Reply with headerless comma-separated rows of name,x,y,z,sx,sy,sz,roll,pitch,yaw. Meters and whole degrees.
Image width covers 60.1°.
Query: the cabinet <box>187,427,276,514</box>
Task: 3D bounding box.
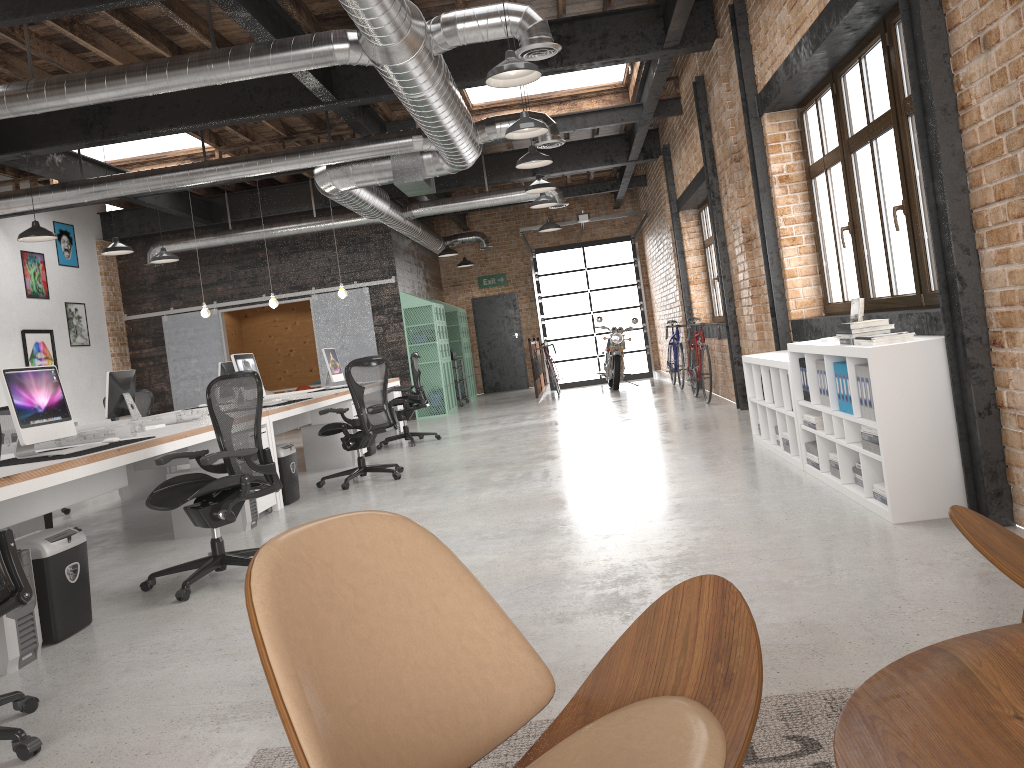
cabinet,-2.073,0.693,6.584,0.459,0.648,0.388,-8,1,4

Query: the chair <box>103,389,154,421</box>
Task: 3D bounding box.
chair,-4.622,0.610,10.953,0.790,1.085,0.773,-7,1,43

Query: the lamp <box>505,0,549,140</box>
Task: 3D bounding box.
lamp,0.028,-2.707,7.196,0.363,1.363,0.361,-8,0,-23

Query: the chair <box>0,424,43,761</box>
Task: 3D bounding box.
chair,-1.887,0.634,2.670,0.793,1.085,0.770,-8,1,-12

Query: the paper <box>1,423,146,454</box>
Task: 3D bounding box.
paper,-2.886,0.362,5.567,1.134,0.082,0.083,-8,1,-1

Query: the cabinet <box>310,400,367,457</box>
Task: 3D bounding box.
cabinet,-1.862,0.523,9.540,0.459,0.648,0.388,-8,1,4

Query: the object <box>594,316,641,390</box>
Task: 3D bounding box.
object,1.890,-0.585,16.145,0.814,1.359,2.176,-8,2,-8

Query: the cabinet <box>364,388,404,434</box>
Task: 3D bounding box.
cabinet,-1.710,0.400,11.677,0.459,0.648,0.388,-8,1,4

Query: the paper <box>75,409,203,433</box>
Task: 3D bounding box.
paper,-3.032,0.316,6.973,0.978,0.105,1.072,-9,3,-31

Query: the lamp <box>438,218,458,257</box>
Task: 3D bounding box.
lamp,-1.211,-2.929,15.623,0.362,1.338,0.361,-8,0,-18

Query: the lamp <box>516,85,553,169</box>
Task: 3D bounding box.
lamp,0.156,-2.532,8.514,0.361,0.856,0.363,-8,0,27

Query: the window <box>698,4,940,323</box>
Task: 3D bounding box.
window,2.440,-1.437,8.302,0.147,1.690,8.646,-8,3,4

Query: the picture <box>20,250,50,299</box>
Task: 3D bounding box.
picture,-6.709,-1.530,12.463,0.018,0.662,0.533,-8,1,4

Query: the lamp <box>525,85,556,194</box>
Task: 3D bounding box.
lamp,0.232,-2.872,10.062,0.361,1.363,0.362,-8,0,12

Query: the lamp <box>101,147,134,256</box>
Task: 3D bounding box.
lamp,-4.733,-2.215,10.420,0.361,1.363,0.362,-8,0,12

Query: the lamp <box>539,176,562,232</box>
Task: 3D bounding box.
lamp,0.543,-2.844,13.943,0.362,0.856,0.361,-8,0,-18

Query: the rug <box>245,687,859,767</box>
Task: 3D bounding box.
rug,0.529,0.937,0.902,2.727,0.004,3.000,-8,3,4

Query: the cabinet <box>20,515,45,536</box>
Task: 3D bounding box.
cabinet,-3.902,0.935,6.717,0.459,0.648,0.388,-8,1,4

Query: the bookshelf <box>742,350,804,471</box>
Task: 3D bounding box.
bookshelf,2.022,0.132,6.283,0.400,0.684,1.546,-8,2,4

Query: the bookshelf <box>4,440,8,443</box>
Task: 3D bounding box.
bookshelf,-6.347,1.089,10.050,0.400,0.684,1.546,-8,2,4

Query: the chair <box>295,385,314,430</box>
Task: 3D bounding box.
chair,-3.592,0.395,15.766,0.618,0.777,0.581,-8,1,-1

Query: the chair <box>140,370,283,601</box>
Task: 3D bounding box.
chair,-1.588,0.496,4.707,0.768,1.085,0.795,-7,1,28

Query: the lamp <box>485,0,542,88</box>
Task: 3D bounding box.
lamp,-0.048,-2.368,5.648,0.361,0.856,0.363,-8,0,22

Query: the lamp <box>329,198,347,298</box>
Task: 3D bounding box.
lamp,-2.299,-1.940,11.466,0.123,1.678,0.123,-8,0,2

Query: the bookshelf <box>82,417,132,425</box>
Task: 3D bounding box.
bookshelf,-6.127,0.911,13.145,0.400,0.684,1.546,-8,2,4

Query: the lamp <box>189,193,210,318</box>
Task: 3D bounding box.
lamp,-4.118,-1.699,11.597,0.123,1.678,0.123,-8,0,2

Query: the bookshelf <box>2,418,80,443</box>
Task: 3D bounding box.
bookshelf,-6.244,0.942,11.604,0.400,0.799,1.546,-8,2,4

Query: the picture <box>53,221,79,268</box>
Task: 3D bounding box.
picture,-6.716,-2.096,13.341,0.018,0.662,0.533,-8,1,4

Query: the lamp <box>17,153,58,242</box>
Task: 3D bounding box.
lamp,-4.809,-1.875,8.872,0.361,0.856,0.362,-8,0,12

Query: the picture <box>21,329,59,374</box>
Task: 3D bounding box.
picture,-6.541,-0.335,12.300,0.054,0.842,0.677,-8,1,4

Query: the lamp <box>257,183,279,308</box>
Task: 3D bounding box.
lamp,-3.208,-1.820,11.531,0.123,1.678,0.123,-8,0,2

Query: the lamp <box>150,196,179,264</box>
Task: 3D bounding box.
lamp,-4.613,-2.033,11.621,0.361,0.856,0.363,-8,0,22

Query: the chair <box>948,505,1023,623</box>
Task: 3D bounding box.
chair,1.445,0.397,1.677,0.868,0.752,0.855,-8,2,-14

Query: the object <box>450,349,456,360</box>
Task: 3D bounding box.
object,-1.192,-0.537,16.355,0.309,0.262,0.460,-8,2,5

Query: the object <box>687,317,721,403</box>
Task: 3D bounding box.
object,2.326,-0.319,11.070,0.401,1.039,1.739,-8,2,-1

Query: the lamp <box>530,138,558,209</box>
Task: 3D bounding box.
lamp,0.352,-2.690,11.263,0.361,0.856,0.363,-8,0,22

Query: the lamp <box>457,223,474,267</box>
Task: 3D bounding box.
lamp,-1.036,-3.071,18.086,0.362,1.338,0.361,-8,0,-18

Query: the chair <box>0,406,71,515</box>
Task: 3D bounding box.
chair,-4.557,0.734,8.157,0.772,1.085,0.790,-8,1,-27

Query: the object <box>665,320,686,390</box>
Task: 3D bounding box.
object,2.510,-0.467,13.648,0.401,1.039,1.739,-8,2,-1

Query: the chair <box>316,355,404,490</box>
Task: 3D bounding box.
chair,-1.384,0.322,7.778,0.791,1.085,0.772,-8,1,13

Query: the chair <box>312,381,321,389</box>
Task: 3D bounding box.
chair,-3.904,0.341,17.773,0.618,0.777,0.581,-8,1,-1

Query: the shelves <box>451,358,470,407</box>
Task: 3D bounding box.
shelves,-1.158,-0.007,16.377,0.567,0.855,0.986,-8,1,4

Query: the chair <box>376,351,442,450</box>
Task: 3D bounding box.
chair,-1.306,0.178,10.563,0.794,1.085,0.769,-8,1,-17

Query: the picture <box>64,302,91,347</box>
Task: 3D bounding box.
picture,-6.552,-0.898,13.362,0.018,0.662,0.533,-8,1,4

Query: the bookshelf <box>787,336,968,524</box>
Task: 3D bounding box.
bookshelf,1.909,0.164,4.733,0.400,0.799,1.546,-8,2,4

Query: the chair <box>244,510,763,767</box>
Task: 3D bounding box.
chair,0.052,0.597,1.458,0.858,0.752,0.866,-8,2,-19

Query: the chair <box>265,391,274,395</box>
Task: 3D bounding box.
chair,-4.290,0.487,15.817,0.618,0.777,0.581,-8,1,-1

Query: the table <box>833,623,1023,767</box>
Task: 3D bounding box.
table,0.781,0.621,0.852,0.827,0.570,0.826,-8,2,-8

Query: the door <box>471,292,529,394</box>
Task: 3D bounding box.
door,-0.254,-0.894,19.288,0.997,2.099,0.218,-8,0,4
